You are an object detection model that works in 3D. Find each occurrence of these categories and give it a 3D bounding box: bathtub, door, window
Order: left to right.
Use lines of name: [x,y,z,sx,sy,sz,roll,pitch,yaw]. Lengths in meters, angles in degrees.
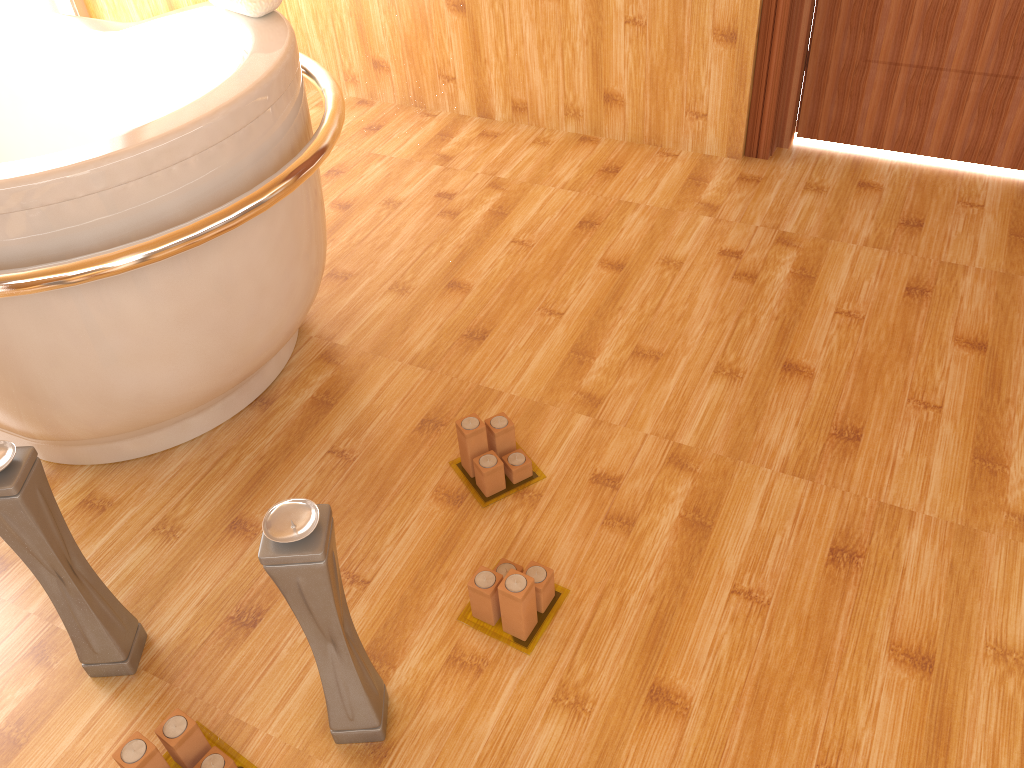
window: [-1.899,-1.856,2.682,0.010,1.900,0.596,16,46,22]
bathtub: [-1.220,-0.524,1.948,1.946,0.900,0.977,18,47,24]
door: [1.134,-1.371,1.814,0.823,2.001,0.106,15,46,21]

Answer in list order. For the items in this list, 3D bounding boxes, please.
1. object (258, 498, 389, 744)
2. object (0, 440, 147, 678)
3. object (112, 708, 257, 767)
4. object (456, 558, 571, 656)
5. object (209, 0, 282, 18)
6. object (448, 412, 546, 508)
object: [-1.262,0.186,0.391,2.276,1.921,0.347,-17,43,-13]
object: [-0.670,0.275,1.320,0.080,0.478,0.080,-4,42,1]
object: [-0.476,0.541,1.264,0.141,0.131,0.141,23,48,27]
object: [-0.001,0.327,1.458,0.141,0.131,0.141,19,47,25]
object: [-0.525,-0.772,1.744,0.166,0.077,0.105,23,48,27]
object: [-0.034,0.121,1.692,0.141,0.131,0.141,-24,45,-20]
